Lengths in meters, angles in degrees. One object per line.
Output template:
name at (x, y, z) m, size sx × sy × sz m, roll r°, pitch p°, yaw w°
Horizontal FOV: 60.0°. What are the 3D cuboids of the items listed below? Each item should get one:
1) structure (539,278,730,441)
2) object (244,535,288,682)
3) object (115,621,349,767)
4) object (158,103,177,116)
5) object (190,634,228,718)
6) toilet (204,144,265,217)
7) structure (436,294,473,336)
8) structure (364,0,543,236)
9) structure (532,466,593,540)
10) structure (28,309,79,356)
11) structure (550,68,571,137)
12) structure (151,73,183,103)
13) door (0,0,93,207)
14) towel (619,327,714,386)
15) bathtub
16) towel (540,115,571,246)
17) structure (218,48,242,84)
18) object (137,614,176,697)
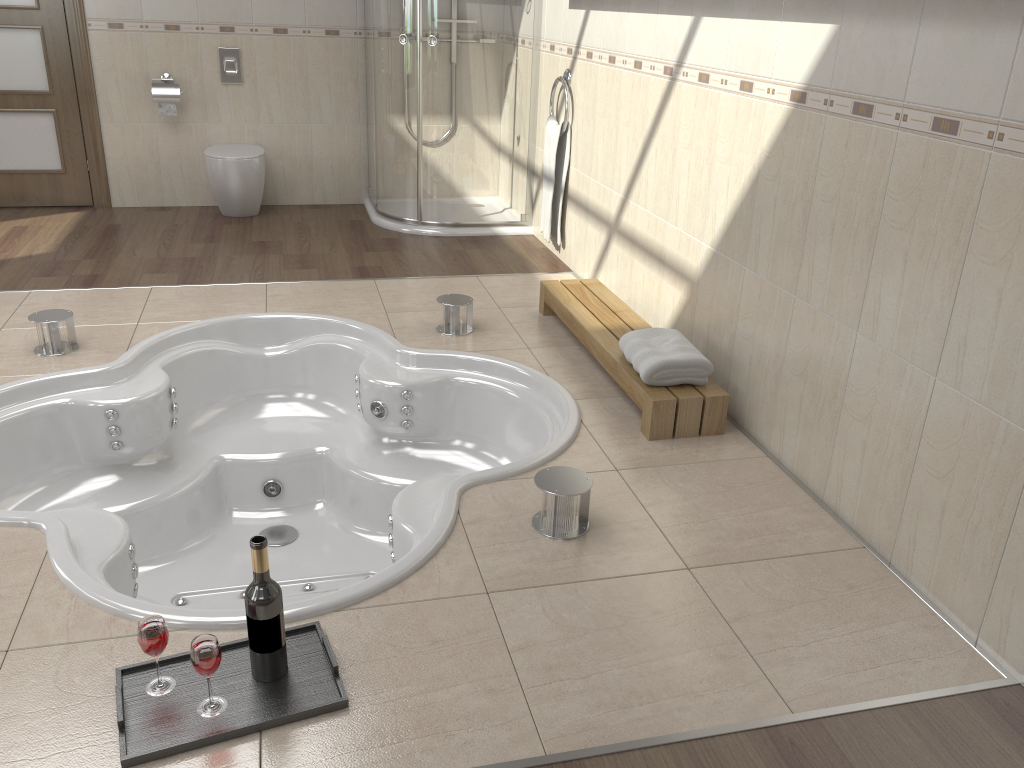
structure at (0.402, -0.144, 3.353) m, size 0.260 × 0.140 × 1.280 m, roll -4°, pitch 24°, yaw -14°
object at (-0.476, 0.428, 1.703) m, size 0.070 × 0.307 × 0.070 m, roll 22°, pitch 30°, yaw 37°
object at (-0.544, 0.578, 1.711) m, size 0.400 × 0.040 × 0.250 m, roll -8°, pitch 25°, yaw -23°
object at (-2.013, -1.650, 5.180) m, size 0.098 × 0.151 × 0.090 m, roll -4°, pitch 24°, yaw -14°
object at (-0.561, 0.537, 1.637) m, size 0.055 × 0.153 × 0.055 m, roll -7°, pitch 25°, yaw -20°
toilet at (-1.640, -1.202, 5.303) m, size 0.337 × 0.388 × 0.519 m, roll -4°, pitch 24°, yaw -14°
structure at (-0.234, -0.283, 3.623) m, size 0.150 × 0.131 × 0.150 m, roll -8°, pitch 25°, yaw -23°
structure at (-0.384, -1.905, 5.116) m, size 0.900 × 1.917 × 0.900 m, roll -4°, pitch 24°, yaw -14°
structure at (0.129, 0.306, 2.292) m, size 0.150 × 0.131 × 0.150 m, roll 0°, pitch 23°, yaw -5°
structure at (-1.688, -0.190, 3.268) m, size 0.150 × 0.131 × 0.150 m, roll 21°, pitch 29°, yaw 37°
structure at (0.250, -1.408, 4.445) m, size 0.051 × 0.332 × 0.291 m, roll -4°, pitch 24°, yaw -14°
structure at (-2.010, -1.726, 5.174) m, size 0.170 × 0.151 × 0.154 m, roll -4°, pitch 24°, yaw -14°
door at (-2.936, -1.995, 4.914) m, size 0.861 × 2.026 × 0.102 m, roll -5°, pitch 24°, yaw -16°
towel at (0.502, -0.097, 2.953) m, size 0.233 × 0.099 × 0.331 m, roll -2°, pitch 24°, yaw -9°
bathtub at (-0.794, 0.408, 2.931) m, size 1.754 × 0.674 × 1.751 m, roll 15°, pitch 26°, yaw 27°
towel at (0.216, -1.053, 4.584) m, size 0.083 × 0.635 × 0.280 m, roll -3°, pitch 24°, yaw -13°
structure at (-1.675, -1.892, 5.273) m, size 0.120 × 0.200 × 0.010 m, roll -4°, pitch 24°, yaw -14°
object at (-0.675, 0.513, 1.681) m, size 0.055 × 0.153 × 0.055 m, roll -7°, pitch 25°, yaw -20°
